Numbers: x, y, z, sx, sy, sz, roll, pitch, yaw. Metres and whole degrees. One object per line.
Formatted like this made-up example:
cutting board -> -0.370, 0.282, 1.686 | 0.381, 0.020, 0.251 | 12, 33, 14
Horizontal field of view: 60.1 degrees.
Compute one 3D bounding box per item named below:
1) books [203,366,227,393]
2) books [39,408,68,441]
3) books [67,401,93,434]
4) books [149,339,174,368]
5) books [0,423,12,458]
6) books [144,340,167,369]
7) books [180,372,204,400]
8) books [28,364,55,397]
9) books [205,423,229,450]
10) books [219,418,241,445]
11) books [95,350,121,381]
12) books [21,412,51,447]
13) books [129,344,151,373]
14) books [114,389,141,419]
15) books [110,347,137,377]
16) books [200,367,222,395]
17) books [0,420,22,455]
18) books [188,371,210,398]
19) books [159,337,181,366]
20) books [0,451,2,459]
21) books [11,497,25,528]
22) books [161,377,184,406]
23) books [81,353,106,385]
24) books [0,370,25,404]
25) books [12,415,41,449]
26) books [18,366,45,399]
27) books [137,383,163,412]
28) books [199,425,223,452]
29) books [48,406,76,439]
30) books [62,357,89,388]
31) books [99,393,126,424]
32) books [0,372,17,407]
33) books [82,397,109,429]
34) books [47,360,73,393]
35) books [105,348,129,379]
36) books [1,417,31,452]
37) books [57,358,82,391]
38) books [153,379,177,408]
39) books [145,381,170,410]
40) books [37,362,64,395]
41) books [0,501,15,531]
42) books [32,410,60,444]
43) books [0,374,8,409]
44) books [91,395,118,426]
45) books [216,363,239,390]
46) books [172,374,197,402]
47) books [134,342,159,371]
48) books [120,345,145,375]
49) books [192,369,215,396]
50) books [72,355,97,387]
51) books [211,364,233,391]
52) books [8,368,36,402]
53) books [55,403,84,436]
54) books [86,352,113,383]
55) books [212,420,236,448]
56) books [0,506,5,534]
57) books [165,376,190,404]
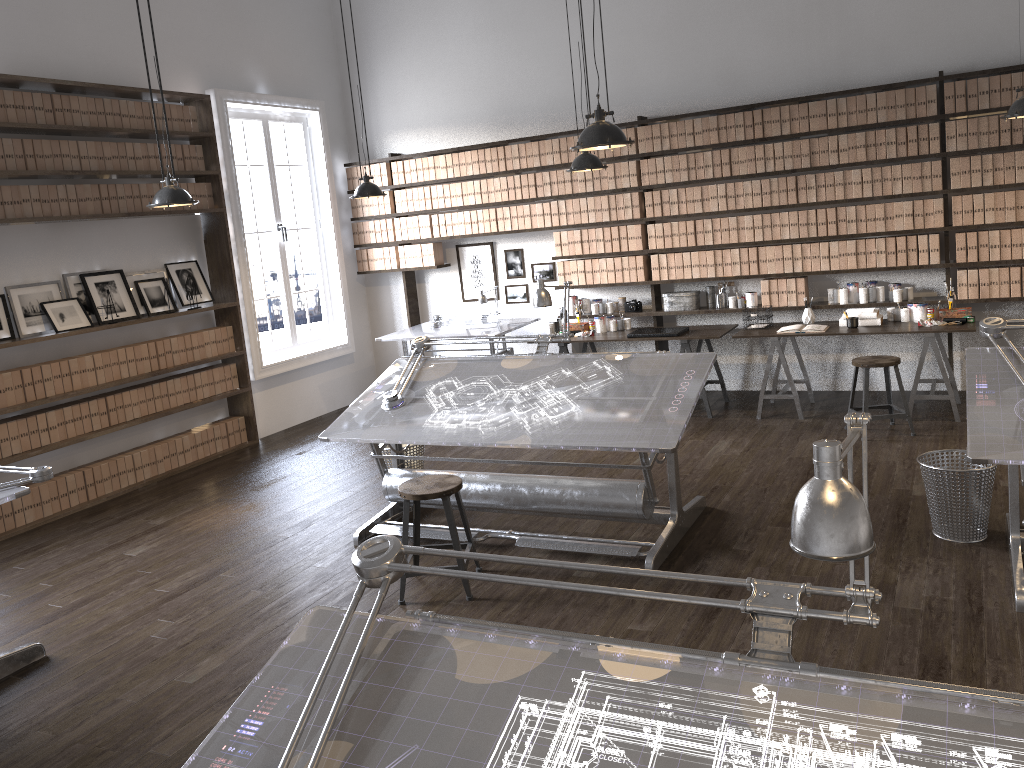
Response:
books -> -2.547, -0.038, 7.595 | 0.174, 0.224, 0.067 | -1, 9, 27
books -> -3.237, 0.285, 6.246 | 0.174, 0.224, 0.067 | -1, 9, 28
books -> -3.146, 0.242, 6.427 | 0.174, 0.224, 0.067 | -1, 9, 28
books -> -2.814, -0.244, 7.096 | 0.174, 0.224, 0.067 | -1, 9, 27
books -> -3.421, 0.373, 5.877 | 0.174, 0.224, 0.067 | -1, 9, 27
books -> -2.843, -0.228, 7.028 | 0.174, 0.224, 0.067 | -1, 9, 28
books -> -2.664, 0.019, 7.356 | 0.174, 0.224, 0.067 | -1, 9, 28
books -> -3.284, -0.023, 6.169 | 0.174, 0.224, 0.067 | -1, 9, 28
books -> -2.532, 0.449, 7.596 | 0.174, 0.224, 0.067 | -1, 9, 27
books -> -2.465, 0.418, 7.727 | 0.174, 0.224, 0.067 | -1, 9, 27
books -> -3.040, -0.138, 6.655 | 0.174, 0.224, 0.067 | -1, 9, 27
books -> -3.295, 0.313, 6.126 | 0.174, 0.224, 0.067 | -1, 9, 27
books -> -2.913, -0.197, 6.897 | 0.174, 0.224, 0.067 | -1, 9, 28
books -> -2.950, 0.152, 6.802 | 0.174, 0.224, 0.067 | -1, 9, 27
books -> -2.970, -0.168, 6.776 | 0.174, 0.224, 0.067 | -1, 9, 28
books -> -2.572, -0.024, 7.533 | 0.174, 0.224, 0.067 | -1, 9, 28
books -> -3.391, 0.357, 5.943 | 0.174, 0.224, 0.067 | -1, 9, 27
books -> -2.633, 0.004, 7.421 | 0.174, 0.224, 0.067 | -1, 9, 27
books -> -2.777, -0.259, 7.156 | 0.174, 0.224, 0.067 | -1, 9, 27
books -> -3.453, 0.388, 5.814 | 0.174, 0.224, 0.067 | -1, 9, 28
books -> -3.371, 0.843, 5.949 | 0.174, 0.224, 0.067 | -1, 9, 28
books -> -2.760, 0.063, 7.173 | 0.174, 0.224, 0.067 | -1, 9, 28
books -> -3.098, -0.109, 6.529 | 0.174, 0.224, 0.067 | -1, 9, 28
books -> -3.387, 0.024, 5.977 | 0.174, 0.224, 0.067 | -1, 9, 28
books -> -3.330, 0.328, 6.066 | 0.174, 0.224, 0.067 | -1, 9, 28
books -> -3.320, -0.008, 6.108 | 0.174, 0.224, 0.067 | -1, 9, 28
books -> -2.855, 0.107, 6.991 | 0.174, 0.224, 0.067 | -1, 9, 28
books -> -2.560, 0.464, 7.532 | 0.174, 0.224, 0.067 | -1, 9, 27
books -> -3.203, 0.271, 6.303 | 0.174, 0.224, 0.067 | -1, 9, 27
books -> -3.162, -0.081, 6.412 | 0.174, 0.224, 0.067 | -1, 9, 27
books -> -3.016, 0.181, 6.683 | 0.174, 0.224, 0.067 | -1, 9, 27
books -> -3.414, 0.037, 5.919 | 0.174, 0.224, 0.067 | -1, 9, 27
books -> -3.083, 0.212, 6.552 | 0.174, 0.224, 0.067 | -1, 9, 27
books -> -3.224, -0.052, 6.295 | 0.174, 0.224, 0.067 | -1, 9, 27
books -> -3.006, -0.153, 6.714 | 0.174, 0.224, 0.067 | -1, 9, 28
books -> -3.363, 0.343, 6.006 | 0.174, 0.224, 0.067 | -1, 9, 28
books -> -3.188, -0.066, 6.351 | 0.174, 0.224, 0.067 | -1, 9, 28
books -> -2.790, 0.078, 7.108 | 0.174, 0.224, 0.067 | -1, 9, 28
books -> -2.822, 0.093, 7.044 | 0.174, 0.224, 0.067 | -1, 9, 27
books -> -3.256, -0.037, 6.233 | 0.174, 0.224, 0.067 | -1, 9, 27
books -> -3.406, 0.858, 5.889 | 0.174, 0.224, 0.067 | -1, 9, 27
books -> -3.264, 0.298, 6.190 | 0.174, 0.224, 0.067 | -1, 9, 28
books -> -3.439, 0.051, 5.861 | 0.174, 0.224, 0.067 | -1, 9, 28
books -> -3.044, 0.196, 6.615 | 0.174, 0.224, 0.067 | -1, 9, 28
books -> -2.480, -0.068, 7.718 | 0.174, 0.224, 0.067 | -1, 9, 28
books -> -2.699, 0.034, 7.297 | 0.174, 0.224, 0.067 | -1, 9, 27
books -> -2.881, -0.213, 6.965 | 0.174, 0.224, 0.067 | -1, 9, 27
books -> -2.937, -0.183, 6.840 | 0.174, 0.224, 0.067 | -1, 9, 27
books -> -2.606, -0.010, 7.477 | 0.174, 0.224, 0.067 | -1, 9, 27
books -> -3.133, -0.094, 6.467 | 0.174, 0.224, 0.067 | -1, 9, 27
books -> -2.515, -0.053, 7.658 | 0.174, 0.224, 0.067 | -1, 9, 27
books -> -3.349, 0.008, 6.040 | 0.174, 0.224, 0.067 | -1, 9, 27
books -> -3.178, 0.257, 6.365 | 0.174, 0.224, 0.067 | -1, 9, 28
books -> -3.070, -0.124, 6.593 | 0.174, 0.224, 0.067 | -1, 9, 27
books -> -2.494, 0.434, 7.659 | 0.174, 0.224, 0.067 | -1, 9, 28
books -> -3.439, 0.872, 5.829 | 0.174, 0.224, 0.067 | -1, 9, 27
books -> -2.732, 0.048, 7.236 | 0.174, 0.224, 0.067 | -1, 9, 27
